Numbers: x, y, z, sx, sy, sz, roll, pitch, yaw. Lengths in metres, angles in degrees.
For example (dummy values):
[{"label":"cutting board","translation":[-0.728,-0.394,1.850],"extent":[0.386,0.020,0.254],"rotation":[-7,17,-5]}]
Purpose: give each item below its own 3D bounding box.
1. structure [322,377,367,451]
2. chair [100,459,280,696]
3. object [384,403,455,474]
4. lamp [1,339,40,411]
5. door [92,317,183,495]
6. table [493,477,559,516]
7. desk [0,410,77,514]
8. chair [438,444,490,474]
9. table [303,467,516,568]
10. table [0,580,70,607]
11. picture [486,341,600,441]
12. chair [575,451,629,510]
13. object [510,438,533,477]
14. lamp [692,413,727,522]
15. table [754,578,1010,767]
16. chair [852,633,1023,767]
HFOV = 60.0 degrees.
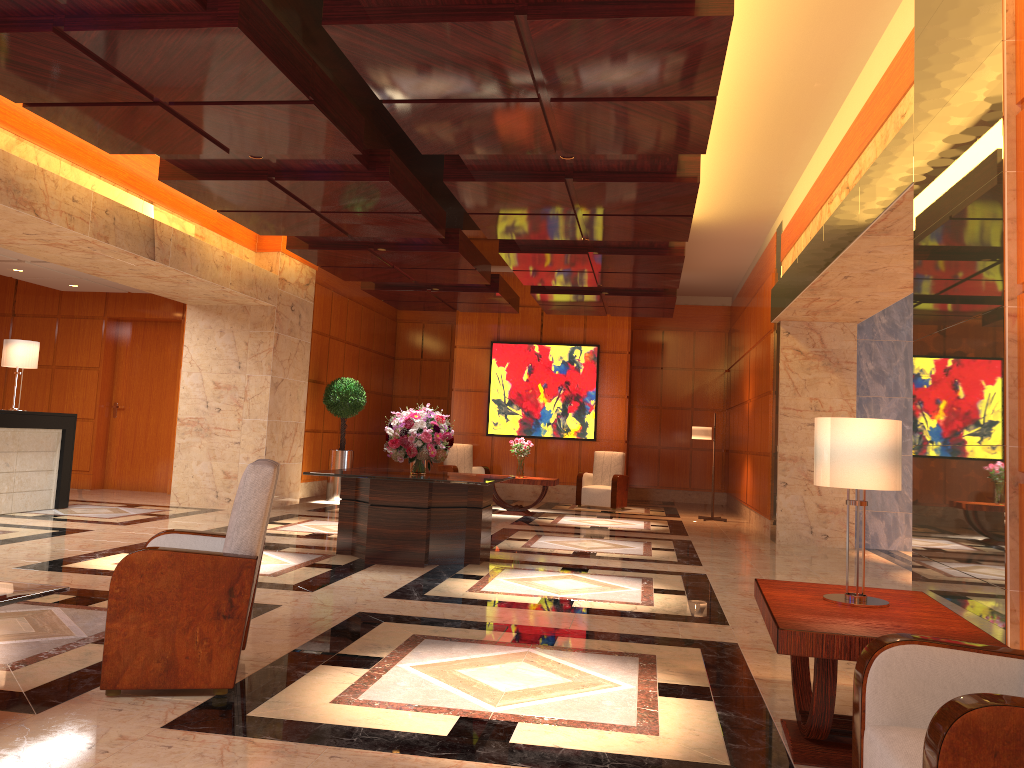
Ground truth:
[{"label":"structure","translation":[-2.709,0.728,14.183],"extent":[0.721,1.719,0.719],"rotation":[4,-6,-13]},{"label":"chair","translation":[-1.414,0.814,4.005],"extent":[0.628,0.964,0.735],"rotation":[4,-5,-12]},{"label":"object","translation":[-0.857,0.504,8.227],"extent":[0.650,0.661,0.677],"rotation":[3,-5,0]},{"label":"lamp","translation":[-5.794,-0.096,10.402],"extent":[0.372,0.823,0.371],"rotation":[-1,-6,34]},{"label":"door","translation":[-5.763,0.324,13.838],"extent":[1.286,2.707,0.339],"rotation":[2,-6,9]},{"label":"table","translation":[0.084,1.668,13.285],"extent":[1.168,0.536,0.722],"rotation":[2,-4,9]},{"label":"desk","translation":[-6.044,0.820,9.456],"extent":[0.941,1.145,2.915],"rotation":[2,-4,9]},{"label":"chair","translation":[-0.846,1.534,15.497],"extent":[0.736,0.964,0.627],"rotation":[6,-6,-32]},{"label":"table","translation":[-0.890,1.206,8.175],"extent":[1.600,0.747,1.595],"rotation":[2,-4,9]},{"label":"table","translation":[-2.167,0.937,2.598],"extent":[0.722,0.498,1.554],"rotation":[2,-4,12]},{"label":"picture","translation":[0.559,0.119,16.086],"extent":[1.997,1.743,0.056],"rotation":[2,-6,9]},{"label":"chair","translation":[1.558,1.631,15.125],"extent":[0.738,0.964,0.626],"rotation":[0,-6,28]},{"label":"object","translation":[0.131,1.106,13.369],"extent":[0.350,0.598,0.325],"rotation":[0,-6,29]},{"label":"lamp","translation":[3.056,1.281,13.785],"extent":[0.526,1.667,0.358],"rotation":[3,-6,-1]},{"label":"table","translation":[1.346,1.138,3.431],"extent":[0.725,0.536,1.163],"rotation":[2,-4,12]},{"label":"chair","translation":[1.280,0.844,2.272],"extent":[0.628,0.964,0.735],"rotation":[2,-5,8]}]
